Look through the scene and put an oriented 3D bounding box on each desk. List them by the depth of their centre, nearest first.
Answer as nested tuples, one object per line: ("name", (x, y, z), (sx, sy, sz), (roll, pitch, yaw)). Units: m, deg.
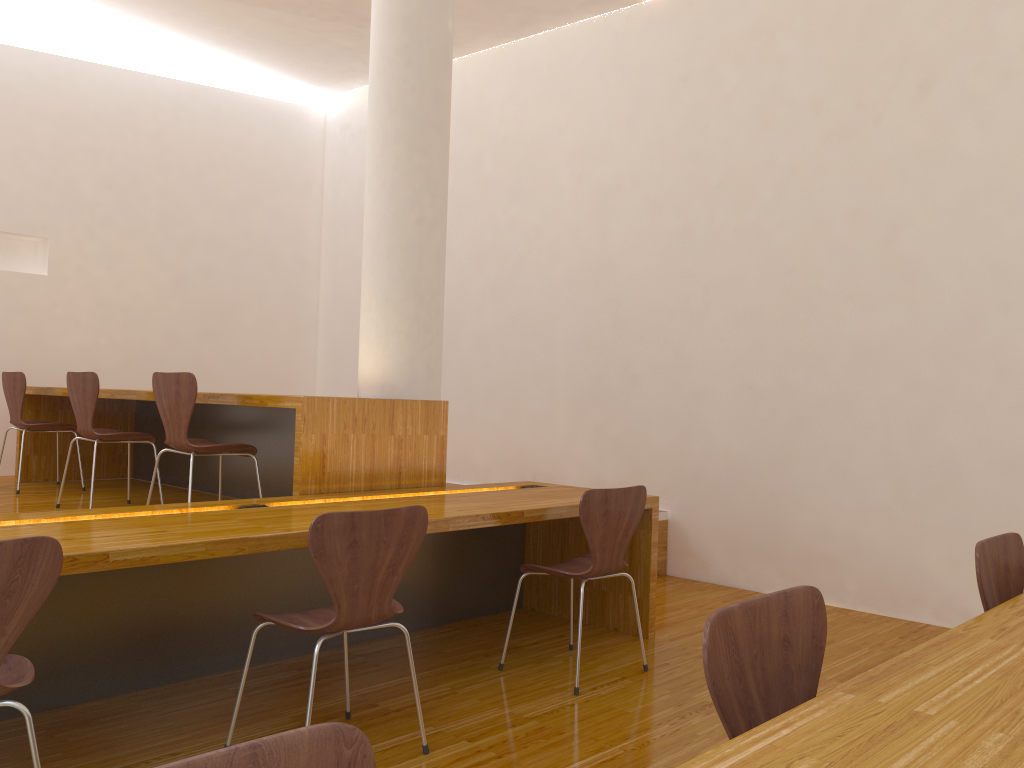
("desk", (1.043, 0.900, 0.945), (1.285, 0.918, 3.236), (1, -2, 43))
("desk", (-0.745, 0.722, 2.906), (0.760, 0.606, 3.185), (1, -2, 43))
("desk", (-1.710, 0.347, 4.781), (3.185, 0.606, 0.760), (1, -2, 43))

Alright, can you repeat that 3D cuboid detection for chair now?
("chair", (-0.153, 0.648, 0.566), (0.381, 0.693, 0.428), (1, -2, 43))
("chair", (0.513, 0.684, 1.271), (0.381, 0.693, 0.428), (1, -2, 43))
("chair", (-1.166, 0.637, 1.750), (0.381, 0.693, 0.428), (1, -2, 43))
("chair", (1.309, 0.726, 2.058), (0.381, 0.693, 0.428), (1, -2, 43))
("chair", (-0.499, 0.673, 2.455), (0.381, 0.693, 0.428), (1, -2, 43))
("chair", (0.241, 0.714, 3.294), (0.381, 0.693, 0.428), (1, -2, 43))
("chair", (-1.313, 0.303, 3.822), (0.428, 0.693, 0.381), (1, -2, 43))
("chair", (-2.019, 0.292, 4.489), (0.428, 0.693, 0.381), (1, -2, 43))
("chair", (-2.805, 0.281, 5.285), (0.428, 0.693, 0.381), (1, -2, 43))
